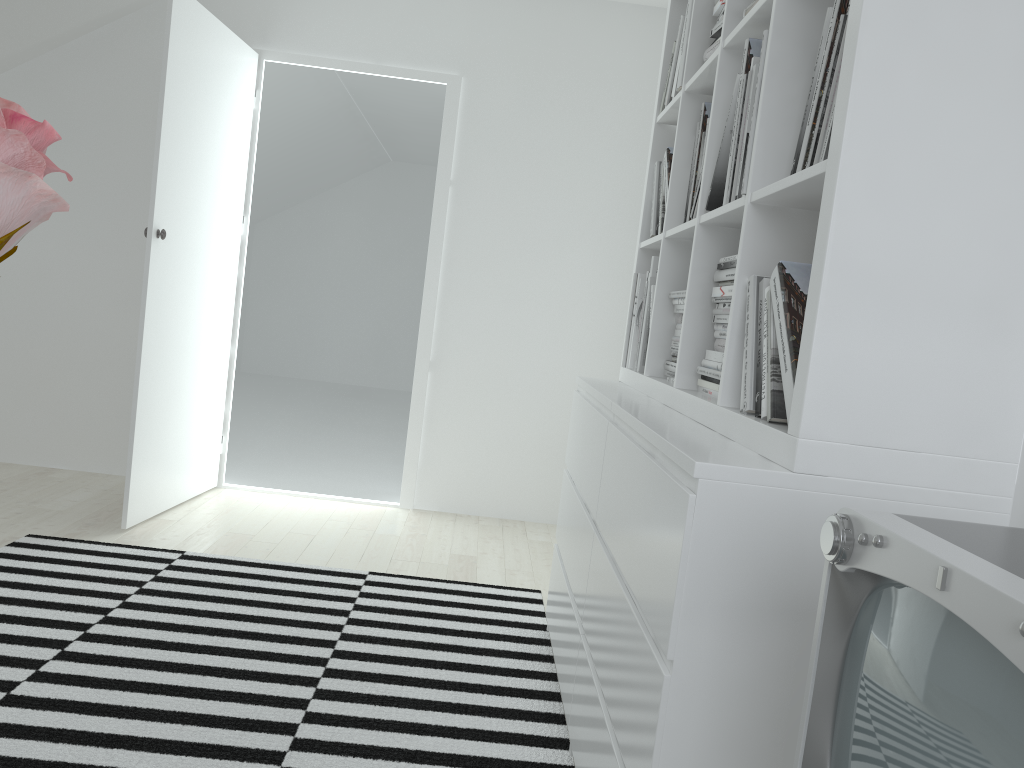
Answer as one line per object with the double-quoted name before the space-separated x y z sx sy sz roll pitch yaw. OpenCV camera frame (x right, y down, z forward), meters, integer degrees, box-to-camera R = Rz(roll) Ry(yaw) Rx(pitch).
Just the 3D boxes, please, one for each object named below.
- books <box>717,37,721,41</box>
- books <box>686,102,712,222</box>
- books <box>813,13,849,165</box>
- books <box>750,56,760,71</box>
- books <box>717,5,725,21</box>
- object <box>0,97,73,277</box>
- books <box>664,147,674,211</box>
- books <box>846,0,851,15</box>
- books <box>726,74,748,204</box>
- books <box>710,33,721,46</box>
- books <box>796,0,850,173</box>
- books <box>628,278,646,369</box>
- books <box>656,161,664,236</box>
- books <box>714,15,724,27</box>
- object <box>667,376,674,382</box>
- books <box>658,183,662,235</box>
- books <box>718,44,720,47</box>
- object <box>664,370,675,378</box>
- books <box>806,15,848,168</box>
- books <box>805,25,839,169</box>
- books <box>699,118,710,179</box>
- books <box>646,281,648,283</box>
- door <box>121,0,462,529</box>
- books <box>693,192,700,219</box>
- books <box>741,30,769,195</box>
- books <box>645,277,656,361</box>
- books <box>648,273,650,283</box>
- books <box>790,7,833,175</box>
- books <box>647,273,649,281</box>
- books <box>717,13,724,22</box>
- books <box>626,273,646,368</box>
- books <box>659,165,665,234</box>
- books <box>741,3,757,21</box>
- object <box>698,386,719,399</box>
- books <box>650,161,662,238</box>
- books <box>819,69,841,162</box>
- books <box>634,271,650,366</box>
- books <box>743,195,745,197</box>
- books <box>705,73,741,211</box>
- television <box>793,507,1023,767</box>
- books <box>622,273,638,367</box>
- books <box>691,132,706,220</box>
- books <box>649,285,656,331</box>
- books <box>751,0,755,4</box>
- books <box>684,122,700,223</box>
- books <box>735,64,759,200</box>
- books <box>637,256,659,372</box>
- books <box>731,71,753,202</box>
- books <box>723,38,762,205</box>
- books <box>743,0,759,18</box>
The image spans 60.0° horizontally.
"books" 0.616 -0.812 2.119 0.232 0.014 0.308 7 4 -5
"books" 0.552 -0.542 2.274 0.176 0.331 0.025 7 4 -2
"books" 0.566 -0.430 1.364 0.161 0.248 0.077 7 4 -2
"books" 0.529 -0.483 1.733 0.159 0.285 0.012 7 4 -2
"books" 0.592 -0.903 2.120 0.161 0.013 0.256 7 4 3
"object" -0.315 0.125 0.170 0.350 0.599 0.327 8 5 18
"books" 0.510 -0.526 2.437 0.176 0.255 0.226 7 4 -2
"books" 0.589 -0.446 1.400 0.182 0.282 0.090 7 4 -2
"books" 0.518 -0.471 1.746 0.161 0.256 0.013 7 4 -2
"books" 0.626 -0.824 2.116 0.251 0.012 0.312 7 4 -1
"books" 0.576 -0.471 1.425 0.176 0.325 0.109 7 4 -2
"books" 0.456 -0.173 2.681 0.174 0.273 0.021 7 4 -2
"books" 0.502 -0.526 2.573 0.152 0.232 0.104 7 4 -2
"books" 0.591 -0.878 2.111 0.161 0.012 0.254 7 4 -2
"object" 0.485 0.005 2.176 0.161 0.012 0.254 7 4 -2
"books" 0.506 -0.516 2.545 0.161 0.218 0.101 7 4 -2
"books" 0.613 -0.798 2.115 0.232 0.014 0.314 7 4 -3
"object" 0.482 -0.010 2.191 0.159 0.012 0.285 7 4 -2
"books" 0.563 -0.432 1.389 0.161 0.249 0.078 7 4 -2
"books" 0.571 -0.434 1.419 0.161 0.248 0.078 7 4 -2
"books" 0.565 -0.515 2.245 0.182 0.288 0.016 7 4 -2
"books" 0.460 -0.161 2.603 0.167 0.263 0.017 7 4 -2
"door" -1.070 -0.483 3.979 1.397 2.055 0.688 3 6 -44
"books" 0.542 -0.482 2.161 0.161 0.226 0.137 7 4 -2
"books" 0.521 -0.475 1.592 0.182 0.288 0.016 7 4 -2
"books" 0.454 -0.158 2.454 0.159 0.263 0.131 7 4 -2
"books" 0.460 -0.170 2.574 0.159 0.285 0.012 7 4 -2
"books" 0.562 -0.453 1.452 0.159 0.278 0.085 7 4 -2
"books" 0.474 -0.175 2.634 0.182 0.288 0.016 7 4 -2
"books" 0.599 -0.888 2.099 0.159 0.012 0.285 7 4 -2
"books" 0.456 -0.182 2.699 0.182 0.288 0.016 7 4 -2
"books" 0.501 -0.511 2.506 0.161 0.213 0.118 7 4 -2
"books" 0.617 -0.718 1.756 0.288 0.016 0.182 7 4 -2
"object" 0.530 0.036 1.799 0.232 0.014 0.314 7 4 -3
"books" 0.498 -0.531 2.605 0.172 0.235 0.112 7 4 -2
"books" 0.576 -0.432 1.347 0.167 0.258 0.085 7 4 -2
"books" 0.474 -0.180 2.657 0.180 0.296 0.028 7 4 -2
"books" 0.530 -0.469 1.627 0.174 0.273 0.021 7 4 -2
"books" 0.516 -0.491 1.853 0.159 0.263 0.131 7 4 -2
"television" 0.408 0.326 0.652 0.273 0.374 0.414 7 4 -2
"books" 0.445 -0.184 2.714 0.182 0.288 0.016 7 4 -2
"books" 0.548 -0.503 2.259 0.161 0.254 0.013 7 4 -2
"books" 0.457 -0.147 2.436 0.161 0.235 0.118 7 4 -2
"books" 0.629 -0.750 1.743 0.273 0.021 0.174 7 4 -2
"books" 0.539 -0.522 2.295 0.159 0.285 0.012 7 4 -2
"books" 0.531 -0.470 1.707 0.167 0.263 0.017 7 4 -2
"books" 0.465 -0.189 2.529 0.176 0.331 0.025 7 4 -2
"books" 0.521 -0.468 1.722 0.161 0.254 0.012 7 4 -2
"books" 0.531 -0.509 1.774 0.176 0.331 0.025 7 4 -2
"books" 0.625 -0.731 1.740 0.288 0.016 0.182 6 4 -7
